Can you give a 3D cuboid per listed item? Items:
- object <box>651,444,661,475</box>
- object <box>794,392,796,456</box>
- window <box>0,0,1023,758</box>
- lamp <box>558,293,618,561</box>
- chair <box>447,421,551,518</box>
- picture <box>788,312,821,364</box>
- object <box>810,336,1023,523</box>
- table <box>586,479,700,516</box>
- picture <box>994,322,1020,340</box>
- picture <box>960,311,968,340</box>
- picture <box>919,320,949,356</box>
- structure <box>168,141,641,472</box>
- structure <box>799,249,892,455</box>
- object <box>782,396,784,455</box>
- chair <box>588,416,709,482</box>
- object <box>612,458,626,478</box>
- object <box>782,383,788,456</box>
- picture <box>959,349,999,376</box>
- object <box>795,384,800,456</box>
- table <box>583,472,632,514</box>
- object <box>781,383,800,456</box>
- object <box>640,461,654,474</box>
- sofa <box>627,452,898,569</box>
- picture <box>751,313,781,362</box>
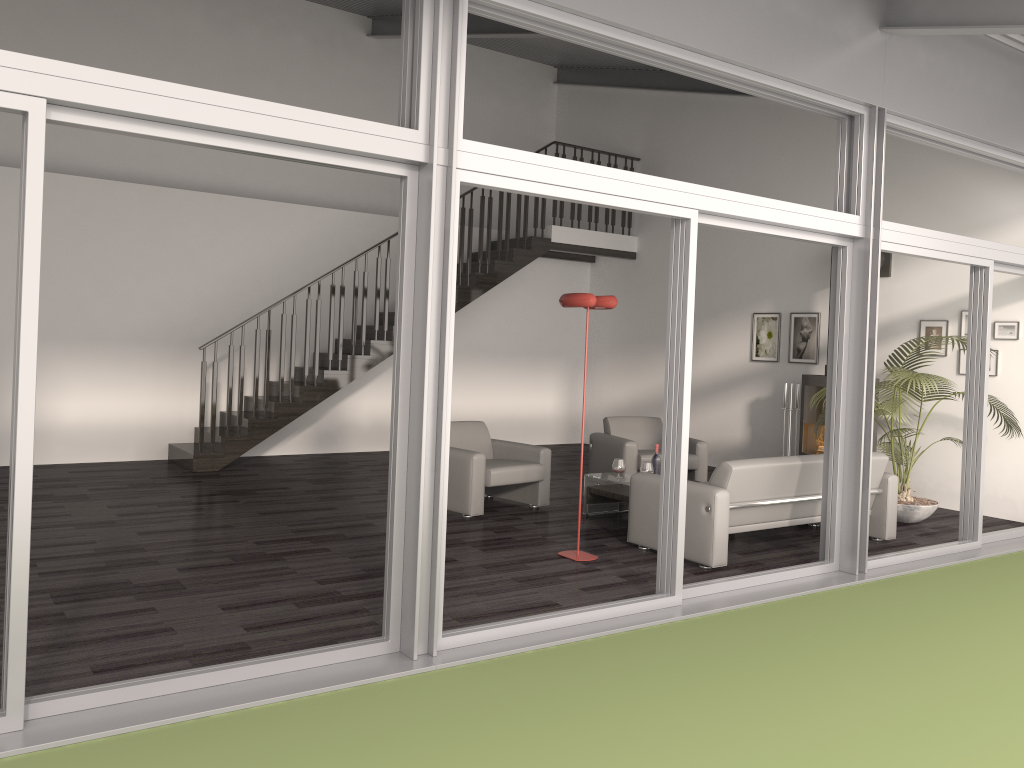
[{"bbox_3d":[1.241,0.705,7.639,0.093,0.370,0.093,2,1,-36],"label":"object"},{"bbox_3d":[3.167,0.521,9.770,0.113,1.048,0.041,2,0,10],"label":"object"},{"bbox_3d":[0.968,-0.486,4.938,9.740,3.470,0.385,1,1,-35],"label":"window"},{"bbox_3d":[0.485,0.282,6.047,0.353,1.788,0.365,2,1,-35],"label":"lamp"},{"bbox_3d":[-0.254,0.716,7.743,0.963,0.717,0.911,1,2,-45],"label":"chair"},{"bbox_3d":[3.309,-0.520,10.034,0.026,0.577,0.394,2,1,-35],"label":"picture"},{"bbox_3d":[3.371,0.380,7.942,2.118,1.666,1.720,1,2,-40],"label":"object"},{"bbox_3d":[1.295,1.018,7.632,1.200,0.250,0.601,1,3,-35],"label":"table"},{"bbox_3d":[4.581,-0.495,8.208,0.015,0.166,0.221,2,2,-35],"label":"picture"},{"bbox_3d":[4.393,-0.562,8.481,0.015,0.280,0.191,2,1,-35],"label":"picture"},{"bbox_3d":[4.178,-0.455,8.785,0.015,0.352,0.288,2,1,-35],"label":"picture"},{"bbox_3d":[-0.846,-1.154,11.213,6.339,4.093,1.001,1,1,-35],"label":"structure"},{"bbox_3d":[3.642,-0.174,9.261,1.115,2.674,0.819,2,1,-35],"label":"structure"},{"bbox_3d":[2.999,0.479,9.821,0.116,0.983,0.042,3,0,31],"label":"object"},{"bbox_3d":[1.400,0.723,9.079,0.963,0.717,0.911,2,2,-20],"label":"chair"},{"bbox_3d":[0.898,0.707,7.442,0.116,0.155,0.116,2,1,-26],"label":"object"},{"bbox_3d":[2.966,0.503,9.662,0.078,1.020,0.167,2,0,17],"label":"object"},{"bbox_3d":[4.428,-0.205,8.413,0.015,0.244,0.360,2,2,-35],"label":"picture"},{"bbox_3d":[3.110,0.524,9.687,0.145,1.052,0.075,2,0,16],"label":"object"},{"bbox_3d":[0.969,0.961,7.404,0.400,0.341,0.681,1,2,-35],"label":"table"},{"bbox_3d":[3.057,0.555,9.751,0.401,1.125,0.400,2,1,15],"label":"object"},{"bbox_3d":[1.112,0.722,7.312,0.116,0.155,0.116,1,2,-44],"label":"object"},{"bbox_3d":[1.922,0.851,6.716,2.114,0.717,0.903,1,2,-35],"label":"sofa"},{"bbox_3d":[3.004,-0.552,10.474,0.026,0.577,0.394,2,1,-35],"label":"picture"}]
